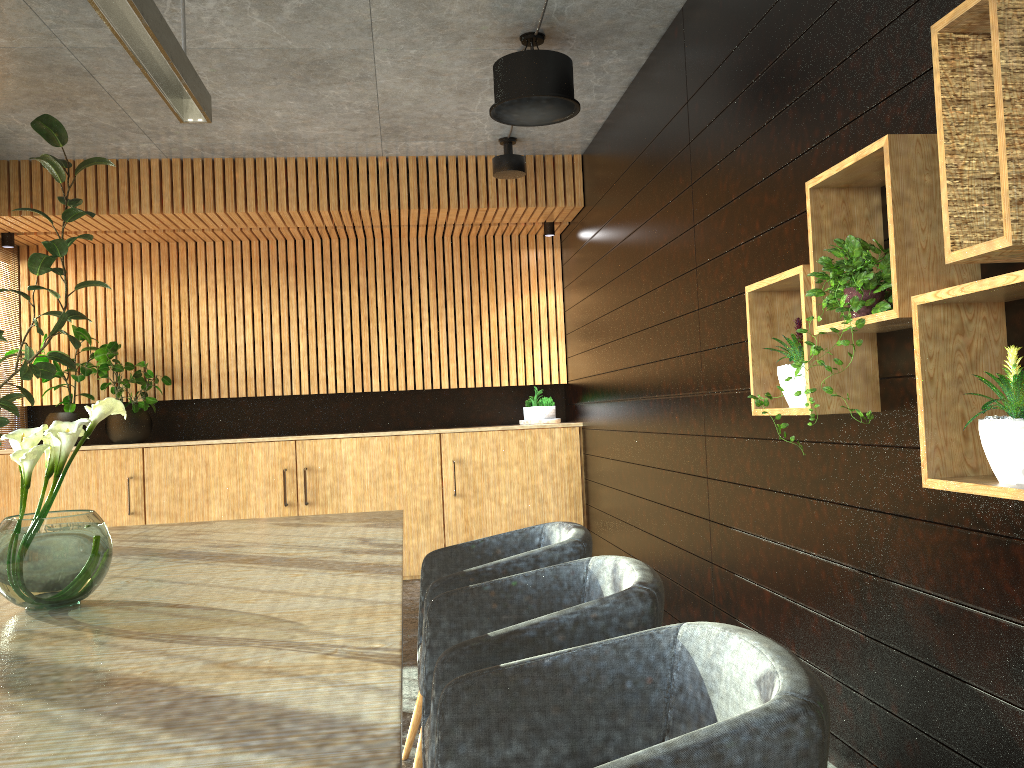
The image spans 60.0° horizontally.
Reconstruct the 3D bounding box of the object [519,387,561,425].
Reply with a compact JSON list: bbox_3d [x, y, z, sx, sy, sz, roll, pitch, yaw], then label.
[{"bbox_3d":[0.253,0.199,8.232,0.384,0.347,0.384,-3,-2,16],"label":"object"}]

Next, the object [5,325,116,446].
[{"bbox_3d":[-3.858,0.010,7.581,0.666,1.054,0.640,-4,-2,34],"label":"object"}]

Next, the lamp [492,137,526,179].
[{"bbox_3d":[-1.972,-1.680,6.612,4.179,0.294,0.257,-2,-2,-7],"label":"lamp"}]

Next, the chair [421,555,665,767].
[{"bbox_3d":[0.052,0.988,2.463,0.761,0.944,0.706,-2,-2,-7],"label":"chair"}]

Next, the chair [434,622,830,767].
[{"bbox_3d":[0.160,0.953,1.571,0.761,0.944,0.706,-2,-2,-7],"label":"chair"}]

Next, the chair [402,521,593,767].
[{"bbox_3d":[-0.056,1.022,3.355,0.761,0.944,0.706,-2,-2,-7],"label":"chair"}]

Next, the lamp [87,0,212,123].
[{"bbox_3d":[-1.335,-1.676,2.412,0.151,0.618,4.009,-2,-2,-7],"label":"lamp"}]

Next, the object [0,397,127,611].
[{"bbox_3d":[-1.220,0.312,2.357,0.295,0.546,0.322,-3,-2,3],"label":"object"}]

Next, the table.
[{"bbox_3d":[-1.180,1.046,2.311,1.816,0.927,3.932,-2,-2,-7],"label":"table"}]

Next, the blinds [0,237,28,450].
[{"bbox_3d":[-4.246,0.256,7.210,0.039,3.038,1.422,-2,-2,-7],"label":"blinds"}]

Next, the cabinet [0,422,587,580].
[{"bbox_3d":[-1.857,1.092,7.869,4.954,1.272,1.006,-2,-2,-7],"label":"cabinet"}]

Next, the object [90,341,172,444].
[{"bbox_3d":[-3.343,0.075,7.626,0.679,0.880,0.512,-2,-2,-4],"label":"object"}]

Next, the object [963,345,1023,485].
[{"bbox_3d":[1.158,0.068,2.050,0.226,0.318,0.241,-2,-2,-7],"label":"object"}]

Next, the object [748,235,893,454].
[{"bbox_3d":[0.968,-0.114,2.608,0.401,0.633,0.445,-2,-2,-26],"label":"object"}]

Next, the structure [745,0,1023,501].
[{"bbox_3d":[1.144,-0.304,2.313,0.242,1.130,2.172,-2,-2,-7],"label":"structure"}]

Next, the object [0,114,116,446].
[{"bbox_3d":[-3.569,0.083,5.279,1.958,3.266,1.875,-4,-2,32],"label":"object"}]

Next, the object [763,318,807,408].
[{"bbox_3d":[1.016,-0.077,3.114,0.241,0.318,0.226,-1,-2,-32],"label":"object"}]

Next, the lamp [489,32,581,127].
[{"bbox_3d":[0.119,-1.742,4.997,0.513,0.497,0.513,-3,-2,22],"label":"lamp"}]
